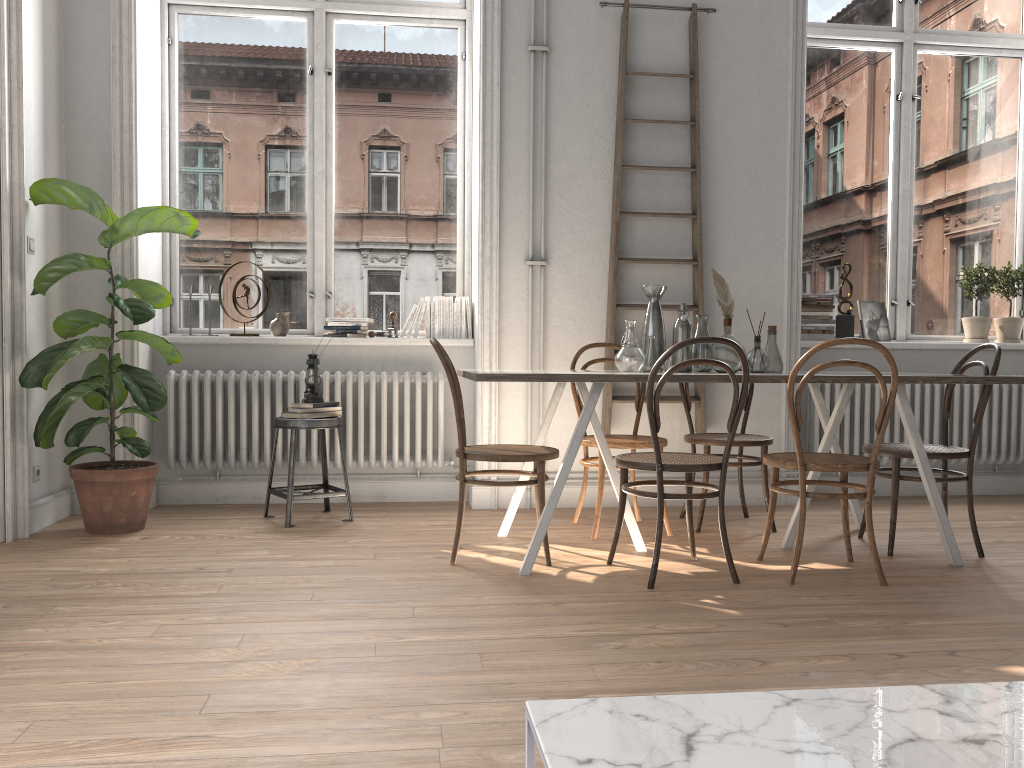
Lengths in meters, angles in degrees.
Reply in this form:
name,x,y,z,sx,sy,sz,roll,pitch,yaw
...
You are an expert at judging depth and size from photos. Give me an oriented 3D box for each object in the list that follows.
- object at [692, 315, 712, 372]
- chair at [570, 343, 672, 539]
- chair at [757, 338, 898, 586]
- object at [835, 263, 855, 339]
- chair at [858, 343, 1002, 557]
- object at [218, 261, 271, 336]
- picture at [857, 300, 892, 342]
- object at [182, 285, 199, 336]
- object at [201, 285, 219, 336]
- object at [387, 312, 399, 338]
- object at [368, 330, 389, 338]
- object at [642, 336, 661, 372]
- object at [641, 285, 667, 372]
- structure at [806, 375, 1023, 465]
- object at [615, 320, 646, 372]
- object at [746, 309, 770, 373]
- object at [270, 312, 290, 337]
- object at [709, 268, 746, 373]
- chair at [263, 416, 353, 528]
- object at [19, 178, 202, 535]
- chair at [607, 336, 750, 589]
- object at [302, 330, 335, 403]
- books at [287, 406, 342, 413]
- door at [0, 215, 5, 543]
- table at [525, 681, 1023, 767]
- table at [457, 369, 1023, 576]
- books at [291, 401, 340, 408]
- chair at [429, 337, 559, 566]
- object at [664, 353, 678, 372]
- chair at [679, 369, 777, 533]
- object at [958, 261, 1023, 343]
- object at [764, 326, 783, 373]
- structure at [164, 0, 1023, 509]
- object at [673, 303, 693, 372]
name,x,y,z,sx,sy,sz,roll,pitch,yaw
object,0.853,-0.181,3.985,0.098,0.255,0.100,-1,2,-30
chair,0.524,0.253,4.356,0.438,0.921,0.549,0,2,-9
chair,1.220,0.286,3.460,0.438,0.921,0.549,1,2,4
object,2.065,-0.507,5.496,0.122,0.488,0.102,1,2,17
chair,1.861,0.276,3.967,0.549,0.921,0.437,1,2,5
object,-1.514,-0.481,5.030,0.347,0.425,0.087,1,2,25
picture,2.245,-0.388,5.565,0.221,0.264,0.149,0,2,-24
object,-1.824,-0.415,5.031,0.095,0.289,0.095,1,2,24
object,-1.701,-0.413,4.989,0.095,0.289,0.095,1,2,15
object,-0.684,-0.340,5.100,0.048,0.153,0.088,-1,3,-37
object,-0.776,-0.291,5.147,0.088,0.048,0.153,2,2,33
object,0.611,-0.132,3.883,0.083,0.158,0.083,0,2,-11
object,0.639,-0.248,3.995,0.116,0.383,0.116,1,2,4
structure,2.502,0.215,5.416,1.577,0.552,0.194,0,2,-7
object,0.500,-0.159,3.739,0.132,0.219,0.132,0,2,-18
object,1.089,-0.192,3.931,0.107,0.283,0.106,0,2,-12
object,-1.324,-0.339,5.056,0.100,0.142,0.102,-1,2,-32
object,0.932,-0.272,3.829,0.157,0.446,0.157,1,2,11
chair,-1.044,0.431,4.549,0.364,0.523,0.360,-1,2,-34
object,0.658,-0.206,4.274,5.827,1.843,0.791,0,2,-2
chair,0.635,0.282,3.423,0.438,0.921,0.549,0,2,-12
object,-1.007,-0.097,4.599,0.163,0.383,0.154,-1,3,-34
books,-1.017,0.130,4.576,0.232,0.029,0.162,-1,2,-36
door,-2.389,-0.693,3.397,0.216,2.815,1.096,1,2,18
table,0.490,0.621,0.789,0.849,0.392,0.849,0,2,-7
table,0.890,0.339,3.893,2.200,0.780,1.100,0,2,-7
books,-1.015,0.107,4.576,0.147,0.027,0.221,1,2,25
chair,-0.075,0.267,3.746,0.549,0.921,0.437,1,2,1
object,0.683,-0.097,3.798,0.058,0.094,0.058,1,2,21
chair,1.083,0.253,4.505,0.438,0.921,0.549,0,2,0
object,3.042,-0.520,5.621,0.500,0.524,0.234,0,2,-18
object,1.178,-0.158,4.020,0.101,0.212,0.101,2,3,32
structure,0.696,-1.544,5.045,5.182,4.475,0.340,0,2,-7
object,0.750,-0.203,3.898,0.086,0.301,0.086,0,2,-21
